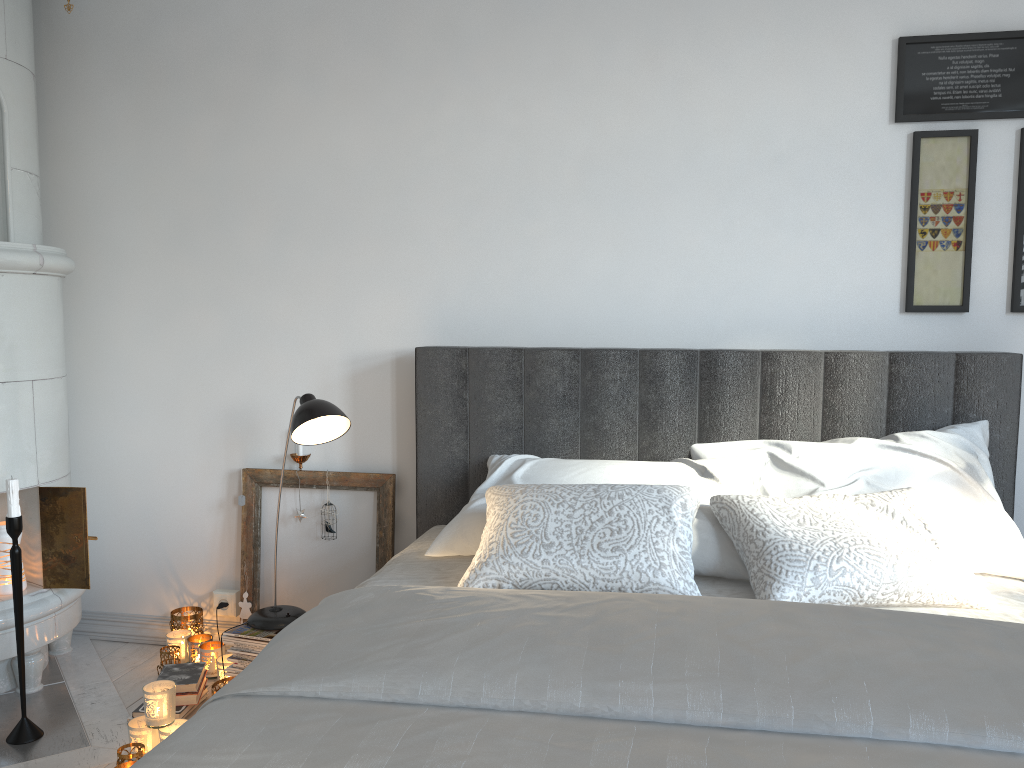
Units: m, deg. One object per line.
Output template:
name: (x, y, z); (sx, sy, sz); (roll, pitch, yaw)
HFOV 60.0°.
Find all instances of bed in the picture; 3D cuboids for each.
bed: (0.344, 0.499, 1.595); (1.888, 1.048, 2.173); (1, 5, 11)

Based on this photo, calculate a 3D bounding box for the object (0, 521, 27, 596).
object: (-1.508, 0.518, 2.647); (0.098, 0.210, 0.098); (1, 5, 10)

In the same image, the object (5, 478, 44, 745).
object: (-1.317, 0.599, 2.366); (0.091, 0.719, 0.091); (2, 6, 20)

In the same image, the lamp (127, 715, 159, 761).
lamp: (-0.948, 0.918, 2.290); (0.080, 0.099, 0.080); (-5, 7, -44)

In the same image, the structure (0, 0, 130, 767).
structure: (-1.621, -0.391, 2.483); (0.800, 2.841, 1.246); (-3, 6, -34)

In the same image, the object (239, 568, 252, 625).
object: (-0.880, 0.697, 2.959); (0.062, 0.221, 0.028); (1, 5, 6)

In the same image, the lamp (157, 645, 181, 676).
lamp: (-1.084, 0.882, 2.803); (0.063, 0.092, 0.072); (5, 7, 43)

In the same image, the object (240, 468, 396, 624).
object: (-0.645, 0.603, 2.925); (0.528, 0.631, 0.082); (1, 6, 11)

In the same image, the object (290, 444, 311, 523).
object: (-0.698, 0.299, 2.932); (0.067, 0.321, 0.067); (-3, 6, -30)

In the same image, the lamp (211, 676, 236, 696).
lamp: (-0.719, 0.873, 2.308); (0.121, 0.188, 0.117); (-4, 6, -36)

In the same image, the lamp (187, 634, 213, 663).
lamp: (-1.012, 0.873, 2.879); (0.080, 0.099, 0.080); (-1, 5, -18)

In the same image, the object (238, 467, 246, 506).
object: (-0.901, 0.343, 2.961); (0.024, 0.127, 0.023); (0, 5, -5)

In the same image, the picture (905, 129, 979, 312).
picture: (1.207, -0.455, 2.494); (0.165, 0.505, 0.020); (1, 6, 11)

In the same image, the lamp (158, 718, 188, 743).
lamp: (-0.861, 0.920, 2.267); (0.080, 0.099, 0.080); (-5, 7, -44)

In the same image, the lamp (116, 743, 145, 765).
lamp: (-0.938, 0.937, 2.185); (0.070, 0.079, 0.067); (-4, 6, -37)

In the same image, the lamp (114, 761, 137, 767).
lamp: (-0.876, 0.935, 2.034); (0.081, 0.106, 0.081); (-1, 5, -12)

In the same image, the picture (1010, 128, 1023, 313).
picture: (1.479, -0.450, 2.441); (0.165, 0.505, 0.020); (1, 6, 11)

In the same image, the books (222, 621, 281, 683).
books: (-0.642, 0.826, 2.626); (0.346, 0.233, 0.244); (2, 5, 20)

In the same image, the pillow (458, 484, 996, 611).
pillow: (0.459, 0.356, 1.998); (1.146, 0.226, 0.415); (0, 5, 4)

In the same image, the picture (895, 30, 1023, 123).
picture: (1.258, -0.847, 2.447); (0.365, 0.232, 0.020); (1, 6, 11)

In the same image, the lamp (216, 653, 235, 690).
lamp: (-0.861, 0.886, 2.711); (0.080, 0.099, 0.080); (-1, 5, -18)

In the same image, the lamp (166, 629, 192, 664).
lamp: (-1.094, 0.869, 2.916); (0.080, 0.099, 0.080); (-1, 5, -18)

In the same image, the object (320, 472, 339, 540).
object: (-0.596, 0.395, 2.905); (0.062, 0.228, 0.063); (4, 7, 35)

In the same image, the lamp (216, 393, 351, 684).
lamp: (-0.736, 0.475, 2.605); (0.825, 0.937, 0.449); (3, 6, 29)

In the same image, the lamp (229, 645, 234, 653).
lamp: (-0.865, 0.876, 2.843); (0.080, 0.099, 0.080); (-3, 6, -32)

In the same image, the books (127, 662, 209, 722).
books: (-0.973, 0.898, 2.569); (0.175, 0.096, 0.262); (1, 5, 6)

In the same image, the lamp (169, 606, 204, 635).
lamp: (-1.103, 0.841, 3.014); (0.107, 0.141, 0.107); (-1, 5, -16)

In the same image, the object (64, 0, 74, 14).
object: (-1.314, -1.351, 2.608); (0.117, 0.506, 0.105); (-1, 6, -15)

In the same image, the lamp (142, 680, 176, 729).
lamp: (-0.902, 0.821, 2.270); (0.080, 0.099, 0.080); (-3, 6, -35)

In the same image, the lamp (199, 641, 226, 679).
lamp: (-0.951, 0.878, 2.816); (0.080, 0.099, 0.080); (-1, 5, -18)
